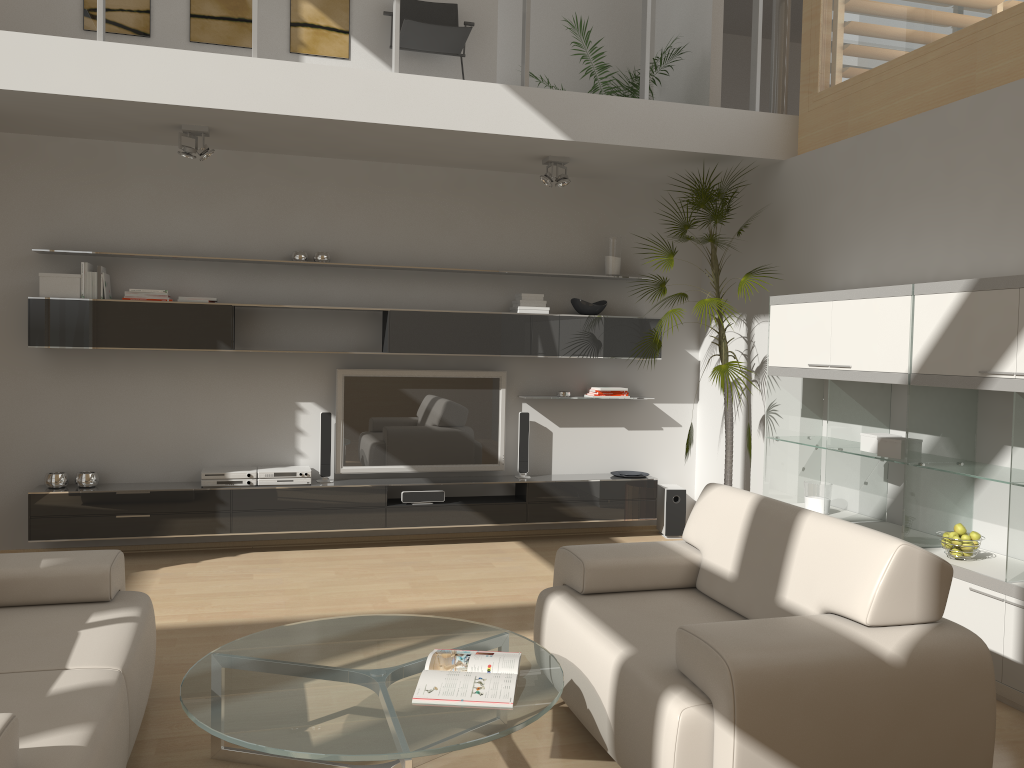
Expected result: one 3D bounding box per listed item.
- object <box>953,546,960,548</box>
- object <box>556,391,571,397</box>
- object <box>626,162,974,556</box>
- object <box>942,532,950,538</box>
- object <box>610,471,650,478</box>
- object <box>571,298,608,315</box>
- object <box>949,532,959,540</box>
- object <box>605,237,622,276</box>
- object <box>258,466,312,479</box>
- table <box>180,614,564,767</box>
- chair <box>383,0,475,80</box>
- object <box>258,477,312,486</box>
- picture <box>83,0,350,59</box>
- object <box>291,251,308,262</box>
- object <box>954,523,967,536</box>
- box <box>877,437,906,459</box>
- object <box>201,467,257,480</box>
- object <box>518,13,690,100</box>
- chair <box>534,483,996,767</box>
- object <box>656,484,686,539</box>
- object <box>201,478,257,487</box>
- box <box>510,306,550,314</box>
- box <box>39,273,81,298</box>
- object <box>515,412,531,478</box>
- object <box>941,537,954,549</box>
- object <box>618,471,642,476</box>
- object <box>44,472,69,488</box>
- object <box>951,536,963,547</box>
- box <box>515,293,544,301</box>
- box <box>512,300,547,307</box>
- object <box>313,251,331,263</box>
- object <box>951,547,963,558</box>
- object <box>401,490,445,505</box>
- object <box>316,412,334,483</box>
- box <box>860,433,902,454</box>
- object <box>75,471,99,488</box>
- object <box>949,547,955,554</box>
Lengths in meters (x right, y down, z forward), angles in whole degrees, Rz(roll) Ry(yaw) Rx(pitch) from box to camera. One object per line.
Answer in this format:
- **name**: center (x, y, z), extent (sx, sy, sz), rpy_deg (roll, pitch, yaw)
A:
- **object**: center (2.053, 0.738, 4.086), extent (0.045, 0.042, 0.045), rpy_deg (0, 3, -21)
- **object**: center (0.384, 0.075, 6.606), extent (0.106, 0.035, 0.105), rpy_deg (2, 3, 19)
- **object**: center (1.681, -0.101, 5.339), extent (0.983, 2.668, 2.706), rpy_deg (0, 3, -36)
- **object**: center (2.011, 0.708, 4.082), extent (0.054, 0.048, 0.055), rpy_deg (0, 3, -23)
- **object**: center (0.892, 0.687, 6.716), extent (0.294, 0.020, 0.294), rpy_deg (2, 3, 23)
- **object**: center (0.572, -0.567, 6.579), extent (0.317, 0.125, 0.223), rpy_deg (-1, 3, -38)
- **object**: center (2.004, 0.692, 4.024), extent (0.044, 0.043, 0.040), rpy_deg (1, 2, -2)
- **object**: center (0.758, -0.950, 6.658), extent (0.129, 0.291, 0.129), rpy_deg (-1, 3, -44)
- **object**: center (-1.546, 0.600, 6.022), extent (0.349, 0.049, 0.262), rpy_deg (1, 3, -16)
- **table**: center (-0.436, 1.107, 2.870), extent (1.198, 0.370, 1.198), rpy_deg (1, 2, 1)
- **chair**: center (-0.549, -2.259, 6.004), extent (0.628, 0.825, 0.537), rpy_deg (1, 3, -16)
- **object**: center (-1.548, 0.649, 6.029), extent (0.349, 0.049, 0.250), rpy_deg (1, 3, -16)
- **picture**: center (-1.919, -3.159, 5.882), extent (1.684, 1.800, 0.010), rpy_deg (1, 3, -16)
- **object**: center (-1.450, -0.868, 6.059), extent (0.115, 0.081, 0.115), rpy_deg (0, 3, -35)
- **object**: center (2.042, 0.662, 4.040), extent (0.055, 0.056, 0.055), rpy_deg (1, 3, -16)
- **box**: center (1.933, 0.318, 4.428), extent (0.146, 0.094, 0.146), rpy_deg (0, 3, -26)
- **object**: center (-1.887, 0.597, 5.923), extent (0.349, 0.049, 0.262), rpy_deg (1, 3, -16)
- **object**: center (0.818, -2.393, 7.064), extent (1.331, 1.069, 1.491), rpy_deg (0, 3, -19)
- **chair**: center (0.804, 0.876, 3.291), extent (1.165, 0.846, 1.562), rpy_deg (1, 3, -16)
- **object**: center (1.220, 0.977, 6.799), extent (0.150, 0.374, 0.275), rpy_deg (1, 2, -6)
- **object**: center (-1.888, 0.646, 5.925), extent (0.349, 0.049, 0.262), rpy_deg (1, 3, -16)
- **box**: center (0.127, -0.533, 6.457), extent (0.232, 0.047, 0.232), rpy_deg (1, 3, -16)
- **box**: center (-2.820, -0.611, 5.575), extent (0.232, 0.149, 0.232), rpy_deg (1, 3, -16)
- **object**: center (0.083, 0.446, 6.527), extent (0.111, 0.483, 0.116), rpy_deg (1, 2, -10)
- **object**: center (1.986, 0.724, 4.043), extent (0.053, 0.055, 0.054), rpy_deg (3, 3, 38)
- **object**: center (0.892, 0.685, 6.715), extent (0.178, 0.020, 0.178), rpy_deg (0, 3, -33)
- **object**: center (-2.906, 0.614, 5.661), extent (0.143, 0.091, 0.143), rpy_deg (2, 3, 16)
- **object**: center (1.999, 0.706, 3.982), extent (0.047, 0.048, 0.047), rpy_deg (3, 3, 36)
- **box**: center (0.127, -0.628, 6.453), extent (0.168, 0.047, 0.168), rpy_deg (1, 3, -16)
- **box**: center (0.125, -0.581, 6.456), extent (0.200, 0.047, 0.200), rpy_deg (1, 3, -16)
- **object**: center (-1.298, -0.865, 6.059), extent (0.115, 0.081, 0.115), rpy_deg (0, 3, -35)
- **object**: center (2.013, 0.764, 4.012), extent (0.048, 0.048, 0.048), rpy_deg (1, 2, -5)
- **object**: center (-0.626, 0.790, 6.201), extent (0.300, 0.092, 0.085), rpy_deg (1, 3, -16)
- **object**: center (-1.289, 0.433, 6.124), extent (0.111, 0.483, 0.116), rpy_deg (0, 3, -20)
- **box**: center (1.927, 0.310, 4.635), extent (0.146, 0.094, 0.146), rpy_deg (1, 2, -11)
- **object**: center (-2.735, 0.615, 5.710), extent (0.143, 0.091, 0.143), rpy_deg (2, 3, 16)
- **object**: center (2.025, 0.767, 4.064), extent (0.038, 0.038, 0.038), rpy_deg (1, 2, -12)
